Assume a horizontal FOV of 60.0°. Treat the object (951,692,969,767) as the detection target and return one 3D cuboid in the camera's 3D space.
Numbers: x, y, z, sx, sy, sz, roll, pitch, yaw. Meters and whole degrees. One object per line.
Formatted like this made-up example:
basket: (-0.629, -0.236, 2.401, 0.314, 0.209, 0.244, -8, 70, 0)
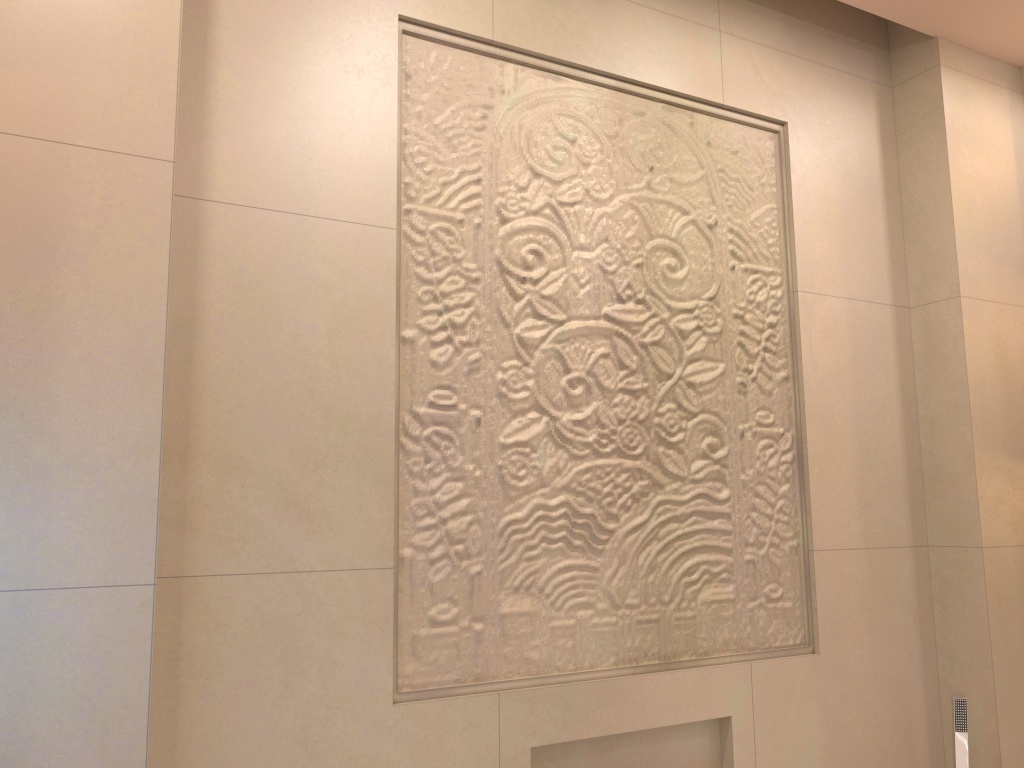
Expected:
object: (1.031, 0.848, 2.039, 0.059, 0.280, 0.114, -3, -9, 16)
